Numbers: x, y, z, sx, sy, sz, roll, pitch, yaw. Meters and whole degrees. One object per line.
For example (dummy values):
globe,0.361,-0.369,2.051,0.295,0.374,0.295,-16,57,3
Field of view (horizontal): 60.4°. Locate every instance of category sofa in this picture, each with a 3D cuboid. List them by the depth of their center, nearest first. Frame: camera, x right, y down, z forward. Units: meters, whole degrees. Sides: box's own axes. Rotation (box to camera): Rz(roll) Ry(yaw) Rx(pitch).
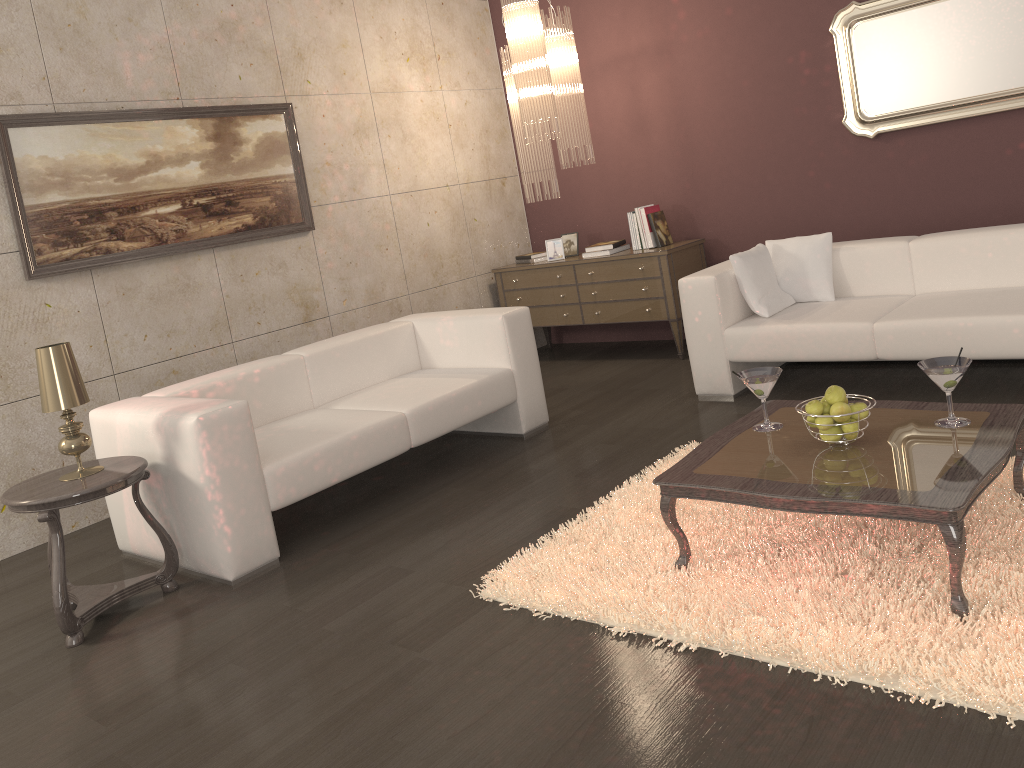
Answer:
sofa,2.237,-0.372,4.153,2.774,0.642,0.961,0,14,41
sofa,-0.814,0.150,4.268,0.940,0.642,2.066,-2,14,41

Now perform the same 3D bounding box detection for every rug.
rug,1.048,0.471,2.733,1.991,0.066,1.539,0,16,41

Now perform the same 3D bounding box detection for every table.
table,1.044,0.325,2.721,0.910,0.299,0.922,-1,15,39
table,-1.524,0.585,3.229,0.529,0.515,0.515,-14,9,-25

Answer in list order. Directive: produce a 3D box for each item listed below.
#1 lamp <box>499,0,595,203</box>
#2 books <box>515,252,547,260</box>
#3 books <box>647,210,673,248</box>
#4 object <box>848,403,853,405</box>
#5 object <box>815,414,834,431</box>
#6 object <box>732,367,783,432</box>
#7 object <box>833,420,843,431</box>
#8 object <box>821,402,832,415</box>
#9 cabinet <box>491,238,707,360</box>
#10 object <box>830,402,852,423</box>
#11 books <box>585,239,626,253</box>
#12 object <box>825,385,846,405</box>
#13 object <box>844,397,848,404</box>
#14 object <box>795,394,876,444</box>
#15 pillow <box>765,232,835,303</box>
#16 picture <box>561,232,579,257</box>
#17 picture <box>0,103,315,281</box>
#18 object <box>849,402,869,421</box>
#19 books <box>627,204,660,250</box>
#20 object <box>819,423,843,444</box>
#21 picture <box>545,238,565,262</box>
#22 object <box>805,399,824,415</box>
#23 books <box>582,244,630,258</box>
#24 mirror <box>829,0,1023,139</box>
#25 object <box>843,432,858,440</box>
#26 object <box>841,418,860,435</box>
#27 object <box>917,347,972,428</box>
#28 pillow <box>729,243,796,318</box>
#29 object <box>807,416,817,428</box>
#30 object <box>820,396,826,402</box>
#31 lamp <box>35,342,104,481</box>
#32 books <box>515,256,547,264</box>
lamp,0.107,-2.583,5.551,0.486,2.802,0.487,-11,6,-11
books,0.155,-0.972,6.671,0.172,0.027,0.233,-16,13,-27
books,1.007,-1.054,5.986,0.068,0.234,0.175,-5,9,41
object,1.045,0.090,2.709,0.060,0.061,0.062,-9,9,6
object,0.939,0.115,2.647,0.053,0.050,0.054,-1,12,45
object,0.848,0.041,2.977,0.150,0.214,0.154,-5,9,34
object,1.006,0.136,2.728,0.055,0.054,0.055,-17,11,-37
object,0.958,0.077,2.691,0.045,0.043,0.046,-8,9,13
cabinet,0.640,-0.574,6.357,1.523,0.720,0.541,-1,12,41
object,0.983,0.085,2.632,0.062,0.060,0.058,-9,9,11
books,0.664,-0.979,6.240,0.210,0.033,0.295,-4,13,26
object,0.981,0.035,2.670,0.062,0.063,0.063,-3,11,41
object,1.010,0.056,2.712,0.050,0.049,0.045,-16,10,-33
object,0.995,0.121,2.689,0.234,0.117,0.237,-11,11,-3
pillow,1.583,-0.631,4.851,0.375,0.357,0.172,-3,10,40
picture,0.427,-1.030,6.523,0.140,0.169,0.079,-6,8,26
picture,-1.850,-1.115,4.836,0.053,0.784,1.749,-6,11,41
object,1.043,0.084,2.655,0.062,0.054,0.062,-4,11,35
books,0.927,-1.081,6.054,0.177,0.286,0.208,-4,10,41
object,0.969,0.147,2.676,0.067,0.063,0.070,-11,9,-3
picture,0.313,-0.976,6.400,0.127,0.155,0.051,-9,6,11
object,0.917,0.075,2.669,0.053,0.051,0.054,-2,12,42
books,0.668,-0.941,6.225,0.224,0.035,0.314,-2,14,36
mirror,2.638,-1.866,4.772,1.777,0.813,0.048,-1,10,41
object,1.028,0.150,2.672,0.044,0.043,0.043,-2,12,45
object,1.011,0.128,2.630,0.051,0.047,0.052,-4,11,36
object,1.333,0.014,2.693,0.150,0.214,0.154,-8,8,17
pillow,1.337,-0.557,4.715,0.185,0.354,0.383,-5,10,40
object,0.926,0.111,2.695,0.045,0.045,0.045,-5,10,33
object,0.992,0.064,2.757,0.053,0.054,0.055,-10,9,4
lamp,-1.620,0.095,3.207,0.160,0.478,0.161,-12,6,-15
books,0.178,-0.949,6.685,0.203,0.031,0.276,-16,13,-27
